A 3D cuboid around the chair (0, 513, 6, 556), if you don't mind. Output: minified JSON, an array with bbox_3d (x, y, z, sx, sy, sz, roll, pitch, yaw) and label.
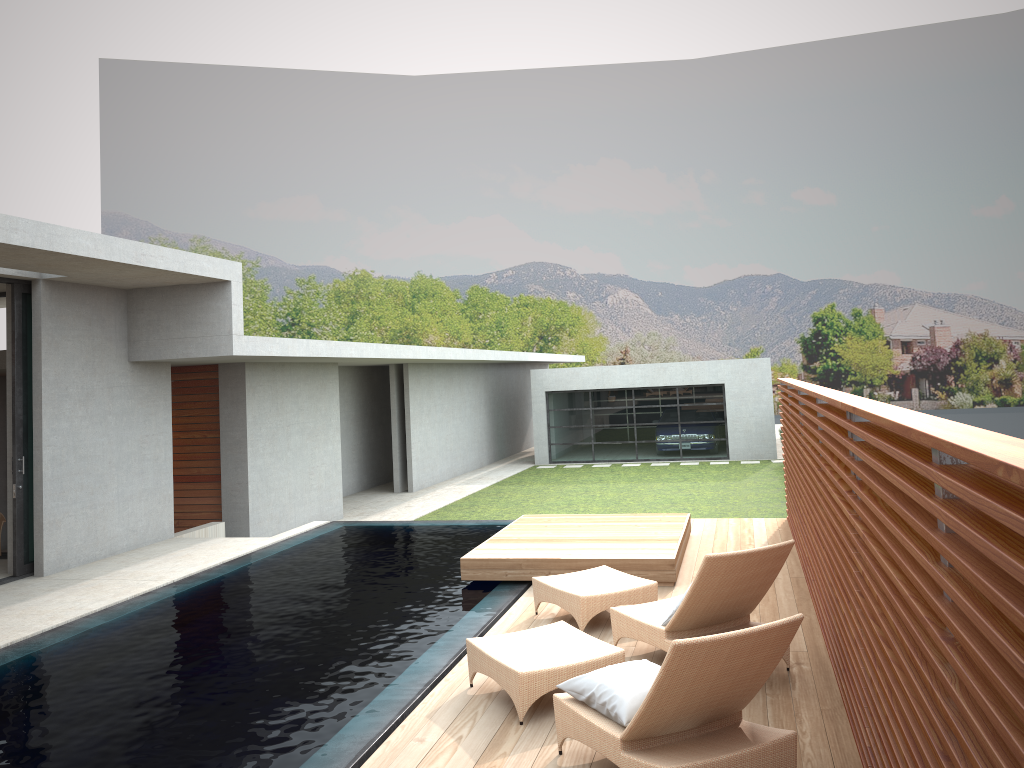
[{"bbox_3d":[-7.935,2.337,13.240,0.617,0.868,0.627,-1,-3,-31],"label":"chair"}]

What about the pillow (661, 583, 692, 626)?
[{"bbox_3d":[1.317,1.337,5.660,0.609,0.429,0.425,-2,-2,-28],"label":"pillow"}]

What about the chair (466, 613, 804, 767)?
[{"bbox_3d":[0.507,1.457,4.722,0.701,0.831,2.284,-2,-1,-26],"label":"chair"}]

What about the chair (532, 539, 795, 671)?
[{"bbox_3d":[0.974,1.418,6.335,0.701,0.831,2.284,-2,-1,-27],"label":"chair"}]

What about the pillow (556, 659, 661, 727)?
[{"bbox_3d":[0.624,1.511,4.401,0.596,0.195,0.591,-3,0,-29],"label":"pillow"}]
